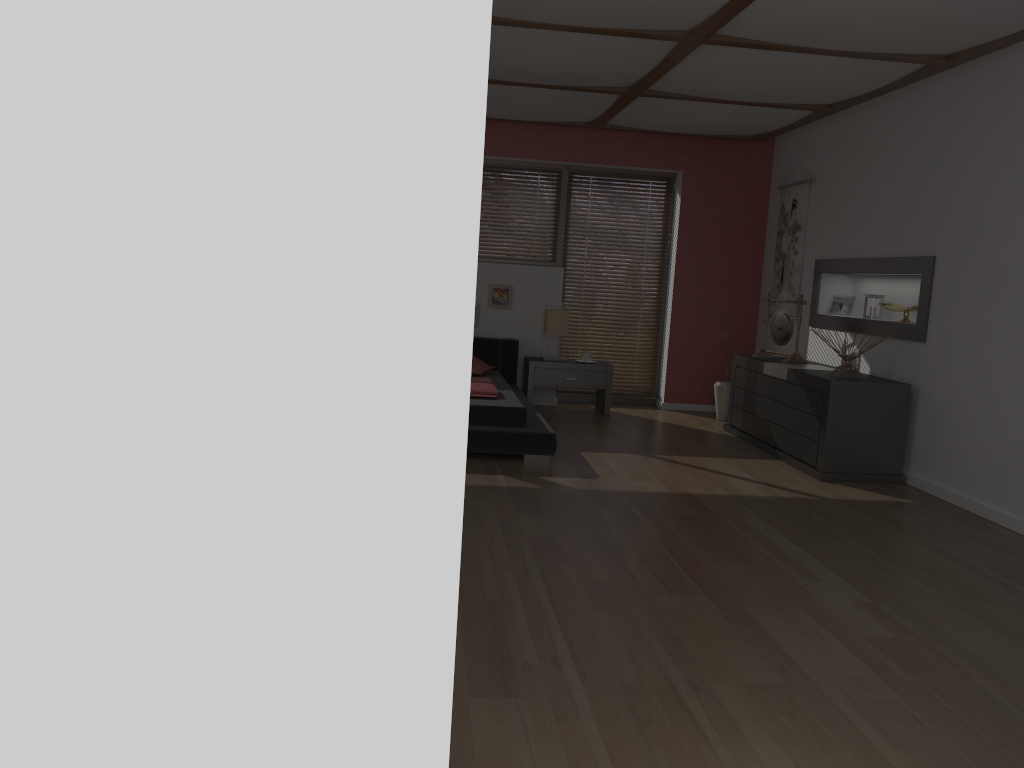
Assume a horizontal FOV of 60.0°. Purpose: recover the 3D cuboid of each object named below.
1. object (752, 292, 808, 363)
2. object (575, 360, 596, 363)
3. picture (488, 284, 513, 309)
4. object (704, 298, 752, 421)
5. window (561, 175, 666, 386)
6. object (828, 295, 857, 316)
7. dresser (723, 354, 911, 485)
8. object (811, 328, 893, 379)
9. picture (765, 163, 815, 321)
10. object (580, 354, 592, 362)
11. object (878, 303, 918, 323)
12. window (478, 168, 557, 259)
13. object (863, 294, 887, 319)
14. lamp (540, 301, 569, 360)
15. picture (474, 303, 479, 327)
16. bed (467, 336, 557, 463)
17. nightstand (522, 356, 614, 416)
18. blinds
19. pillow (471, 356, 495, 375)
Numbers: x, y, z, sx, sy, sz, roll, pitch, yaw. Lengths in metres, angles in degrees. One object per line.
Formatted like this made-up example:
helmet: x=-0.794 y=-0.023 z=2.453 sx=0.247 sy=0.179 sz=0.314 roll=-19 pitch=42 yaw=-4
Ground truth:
object: x=2.001 y=-0.425 z=6.571 sx=0.173 sy=0.498 sz=0.490 roll=1 pitch=7 yaw=-21
object: x=0.617 y=-0.186 z=7.427 sx=0.179 sy=0.012 sz=0.179 roll=6 pitch=7 yaw=19
picture: x=-0.099 y=-0.748 z=7.592 sx=0.200 sy=0.200 sz=0.010 roll=3 pitch=7 yaw=-6
object: x=1.767 y=-0.209 z=7.470 sx=0.422 sy=1.035 sz=0.364 roll=0 pitch=8 yaw=-30
window: x=0.906 y=-0.922 z=8.025 sx=0.889 sy=1.893 sz=0.020 roll=3 pitch=7 yaw=-6
object: x=2.452 y=-0.584 z=6.592 sx=0.041 sy=0.146 sz=0.226 roll=0 pitch=8 yaw=-26
dresser: x=2.038 y=0.183 z=6.145 sx=0.540 sy=0.608 sz=1.740 roll=3 pitch=7 yaw=-6
object: x=2.107 y=-0.188 z=5.549 sx=0.481 sy=0.282 sz=0.481 roll=-2 pitch=9 yaw=-39
picture: x=2.283 y=-1.173 z=7.292 sx=0.028 sy=1.270 sz=0.701 roll=3 pitch=7 yaw=-6
object: x=0.619 y=-0.219 z=7.424 sx=0.099 sy=0.069 sz=0.099 roll=6 pitch=7 yaw=19
object: x=2.551 y=-0.454 z=5.734 sx=0.181 sy=0.116 sz=0.350 roll=2 pitch=7 yaw=-16
window: x=-0.996 y=-1.557 z=7.761 sx=2.817 sy=0.786 sz=0.020 roll=3 pitch=7 yaw=-6
object: x=2.525 y=-0.539 z=6.196 sx=0.159 sy=0.171 sz=0.159 roll=10 pitch=9 yaw=43
lamp: x=0.366 y=-0.453 z=7.466 sx=0.200 sy=0.480 sz=0.200 roll=3 pitch=7 yaw=-6
picture: x=-0.384 y=-0.594 z=7.584 sx=0.200 sy=0.200 sz=0.010 roll=3 pitch=7 yaw=-6
bed: x=-1.061 y=-0.018 z=6.330 sx=2.469 sy=0.577 sz=2.413 roll=3 pitch=7 yaw=-6
nightstand: x=0.459 y=0.015 z=7.494 sx=0.700 sy=0.423 sz=0.413 roll=3 pitch=7 yaw=-6
blinds: x=-1.029 y=-0.975 z=7.762 sx=4.840 sy=1.952 sz=0.032 roll=3 pitch=7 yaw=-6
pillow: x=-0.534 y=-0.166 z=7.090 sx=0.745 sy=0.172 sz=0.418 roll=5 pitch=7 yaw=13
